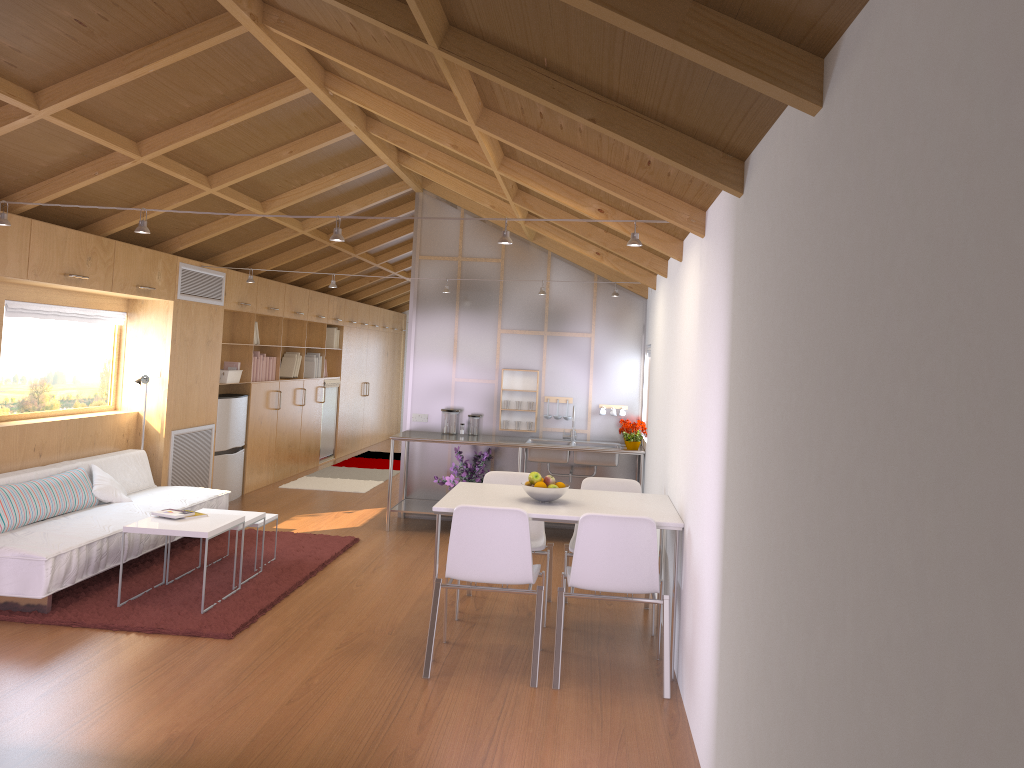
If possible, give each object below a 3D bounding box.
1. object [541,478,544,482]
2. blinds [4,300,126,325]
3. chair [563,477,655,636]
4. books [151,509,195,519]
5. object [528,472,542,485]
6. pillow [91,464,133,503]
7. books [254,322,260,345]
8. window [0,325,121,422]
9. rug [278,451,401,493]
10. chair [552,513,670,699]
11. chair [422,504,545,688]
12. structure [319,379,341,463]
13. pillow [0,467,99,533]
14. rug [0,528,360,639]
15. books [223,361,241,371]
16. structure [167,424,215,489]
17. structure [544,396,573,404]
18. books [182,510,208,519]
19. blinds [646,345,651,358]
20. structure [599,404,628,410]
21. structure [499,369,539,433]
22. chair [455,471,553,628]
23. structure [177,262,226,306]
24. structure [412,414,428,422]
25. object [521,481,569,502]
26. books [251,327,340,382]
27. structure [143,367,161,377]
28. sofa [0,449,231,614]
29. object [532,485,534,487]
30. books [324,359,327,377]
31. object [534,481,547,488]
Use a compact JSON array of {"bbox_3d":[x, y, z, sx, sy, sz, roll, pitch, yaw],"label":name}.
[{"bbox_3d":[0.140,0.525,4.691,0.067,0.068,0.067,3,-1,-19],"label":"object"},{"bbox_3d":[-3.182,-0.504,6.381,0.047,0.111,1.494,3,2,5],"label":"blinds"},{"bbox_3d":[0.568,0.969,5.159,0.531,0.788,0.545,3,-1,5],"label":"chair"},{"bbox_3d":[-1.989,0.760,5.186,0.193,0.016,0.152,4,2,25],"label":"books"},{"bbox_3d":[0.120,0.491,4.598,0.070,0.069,0.077,3,0,6],"label":"object"},{"bbox_3d":[-2.758,0.689,6.076,0.266,0.252,0.346,3,0,-31],"label":"pillow"},{"bbox_3d":[-2.676,-0.550,8.974,0.176,0.297,0.279,3,-1,5],"label":"books"},{"bbox_3d":[-3.249,-0.167,6.369,0.035,0.792,1.493,3,1,5],"label":"window"},{"bbox_3d":[-1.831,1.066,11.093,0.917,0.011,3.715,3,2,5],"label":"rug"},{"bbox_3d":[0.487,0.992,4.256,0.531,0.788,0.545,3,-1,5],"label":"chair"},{"bbox_3d":[-0.105,0.960,4.310,0.531,0.788,0.545,3,-1,5],"label":"chair"},{"bbox_3d":[-2.511,0.463,11.557,0.316,1.082,0.723,3,-1,5],"label":"structure"},{"bbox_3d":[-2.891,0.703,5.463,0.171,0.252,1.040,3,1,5],"label":"pillow"},{"bbox_3d":[-2.248,1.202,5.768,1.885,0.020,2.476,3,2,5],"label":"rug"},{"bbox_3d":[-2.722,-0.119,8.556,0.150,0.193,0.088,3,-2,5],"label":"books"},{"bbox_3d":[-2.738,0.731,7.548,0.013,0.723,0.817,3,0,5],"label":"structure"},{"bbox_3d":[0.414,0.142,7.863,0.251,0.051,0.016,3,-2,5],"label":"structure"},{"bbox_3d":[-1.932,0.777,5.249,0.193,0.016,0.152,4,2,35],"label":"books"},{"bbox_3d":[1.169,-0.277,7.432,0.047,0.111,0.723,3,2,5],"label":"blinds"},{"bbox_3d":[0.895,0.204,7.804,0.251,0.032,0.041,3,0,5],"label":"structure"},{"bbox_3d":[0.063,0.146,7.863,0.328,0.547,0.076,3,-3,5],"label":"structure"},{"bbox_3d":[-0.024,0.937,5.213,0.531,0.788,0.545,3,-1,5],"label":"chair"},{"bbox_3d":[-2.661,-0.849,7.600,0.013,0.301,0.901,3,1,5],"label":"structure"},{"bbox_3d":[-0.829,0.305,7.969,0.142,0.071,0.011,3,-3,5],"label":"structure"},{"bbox_3d":[0.172,0.569,4.614,0.254,0.091,0.255,2,2,-43],"label":"object"},{"bbox_3d":[-2.550,-0.394,10.411,0.189,0.659,3.103,3,1,5],"label":"books"},{"bbox_3d":[-2.887,-0.095,7.084,0.142,0.071,0.011,3,-3,5],"label":"structure"},{"bbox_3d":[-2.695,0.868,5.716,0.863,0.630,2.350,3,1,5],"label":"sofa"},{"bbox_3d":[0.137,0.553,4.623,0.080,0.089,0.078,3,-1,-36],"label":"object"},{"bbox_3d":[-2.480,-0.238,11.369,0.176,0.297,0.279,3,-1,5],"label":"books"},{"bbox_3d":[0.146,0.536,4.554,0.067,0.068,0.067,3,-1,-19],"label":"object"}]
